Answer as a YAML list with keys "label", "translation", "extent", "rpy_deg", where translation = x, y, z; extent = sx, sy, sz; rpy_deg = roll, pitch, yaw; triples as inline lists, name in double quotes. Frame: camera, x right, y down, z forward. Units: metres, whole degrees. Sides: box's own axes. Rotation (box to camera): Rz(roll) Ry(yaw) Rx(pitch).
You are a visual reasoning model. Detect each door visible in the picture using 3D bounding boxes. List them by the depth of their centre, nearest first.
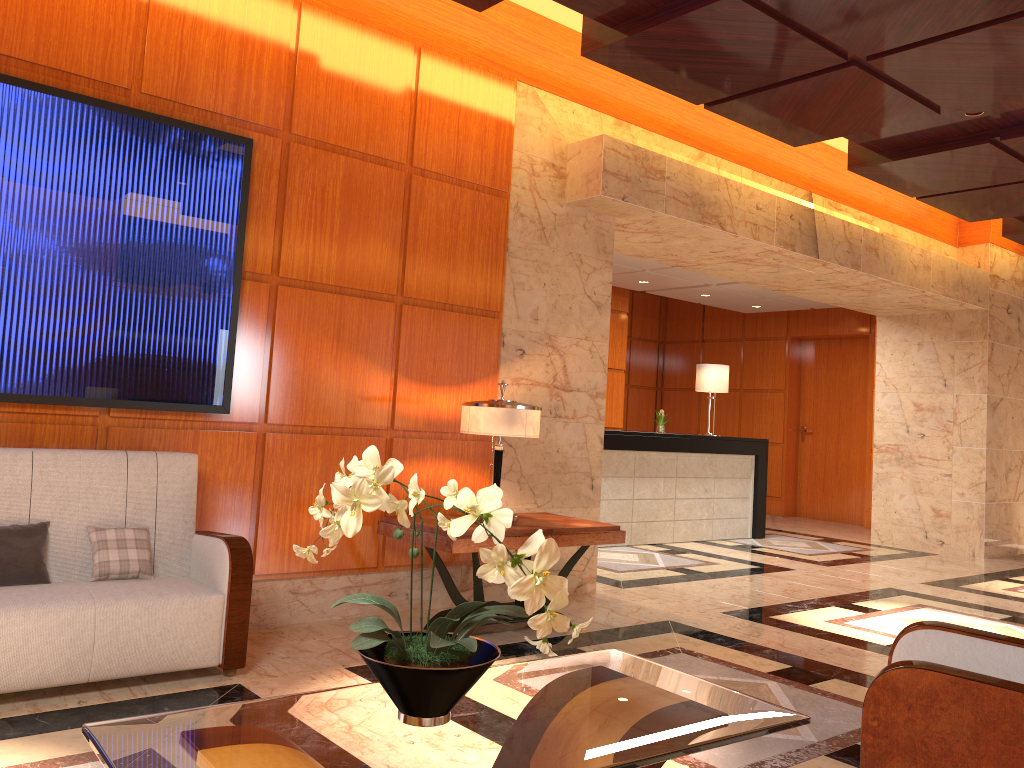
- label: "door"
  translation: [4.640, 0.648, 12.850]
  extent: [0.340, 2.705, 1.285]
  rpy_deg: [7, -6, -40]

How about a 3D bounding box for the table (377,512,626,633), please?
- label: "table"
  translation: [-0.058, 1.096, 5.102]
  extent: [1.267, 0.608, 0.725]
  rpy_deg: [6, -4, -39]

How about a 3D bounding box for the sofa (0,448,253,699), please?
- label: "sofa"
  translation: [-2.017, 0.740, 3.573]
  extent: [1.795, 0.935, 0.612]
  rpy_deg: [6, -4, -39]

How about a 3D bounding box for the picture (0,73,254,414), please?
- label: "picture"
  translation: [-2.192, -0.642, 4.010]
  extent: [1.992, 1.457, 0.056]
  rpy_deg: [6, -5, -39]

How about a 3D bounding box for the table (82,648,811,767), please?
- label: "table"
  translation: [-0.094, 1.028, 2.039]
  extent: [1.556, 0.497, 0.722]
  rpy_deg: [5, -4, -36]

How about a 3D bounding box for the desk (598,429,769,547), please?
- label: "desk"
  translation: [1.544, 1.104, 9.737]
  extent: [2.919, 1.144, 0.941]
  rpy_deg: [6, -4, -39]

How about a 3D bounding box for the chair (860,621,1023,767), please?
- label: "chair"
  translation: [1.398, 0.897, 2.600]
  extent: [0.629, 0.964, 0.735]
  rpy_deg: [1, -4, 29]

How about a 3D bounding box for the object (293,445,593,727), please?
- label: "object"
  translation: [-0.187, 0.463, 2.052]
  extent: [0.788, 0.619, 0.416]
  rpy_deg: [2, -4, 28]

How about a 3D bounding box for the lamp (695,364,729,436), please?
- label: "lamp"
  translation: [2.321, 0.190, 10.314]
  extent: [0.372, 0.823, 0.372]
  rpy_deg: [5, -4, -15]

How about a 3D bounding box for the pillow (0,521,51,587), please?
- label: "pillow"
  translation: [-2.074, 0.699, 3.617]
  extent: [0.357, 0.253, 0.160]
  rpy_deg: [6, -5, -43]

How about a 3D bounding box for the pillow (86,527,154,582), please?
- label: "pillow"
  translation: [-1.709, 0.747, 3.873]
  extent: [0.273, 0.230, 0.202]
  rpy_deg: [6, -4, -37]

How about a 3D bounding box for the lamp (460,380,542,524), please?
- label: "lamp"
  translation: [-0.074, 0.381, 5.020]
  extent: [0.458, 0.812, 0.458]
  rpy_deg: [6, -5, -30]
